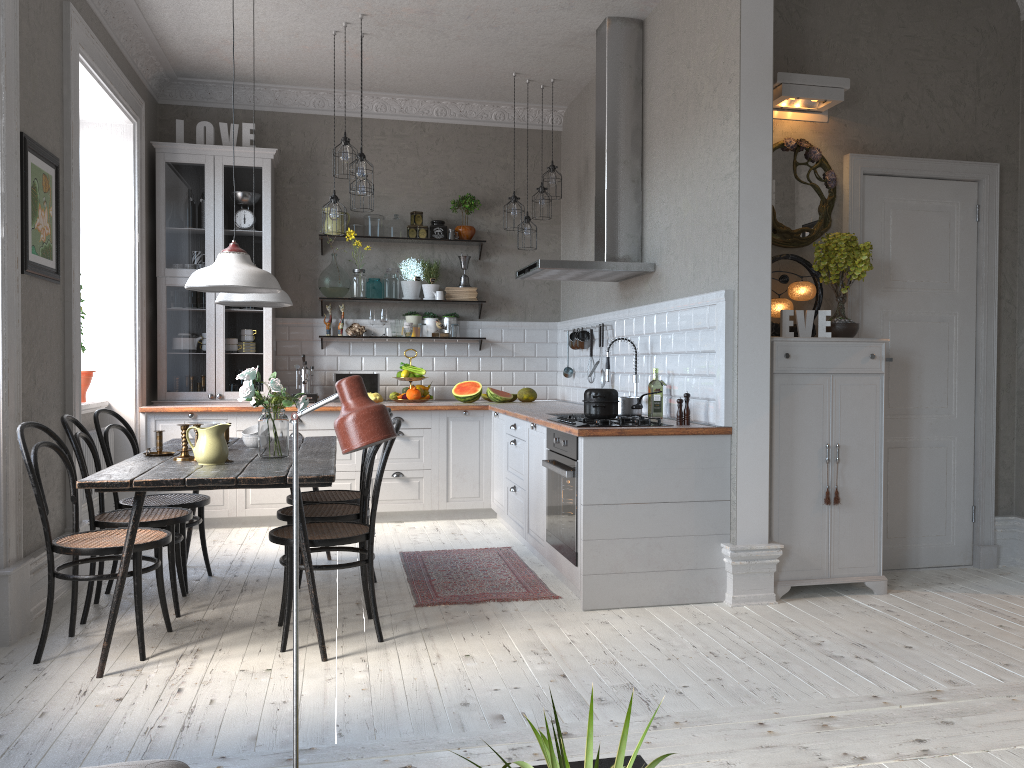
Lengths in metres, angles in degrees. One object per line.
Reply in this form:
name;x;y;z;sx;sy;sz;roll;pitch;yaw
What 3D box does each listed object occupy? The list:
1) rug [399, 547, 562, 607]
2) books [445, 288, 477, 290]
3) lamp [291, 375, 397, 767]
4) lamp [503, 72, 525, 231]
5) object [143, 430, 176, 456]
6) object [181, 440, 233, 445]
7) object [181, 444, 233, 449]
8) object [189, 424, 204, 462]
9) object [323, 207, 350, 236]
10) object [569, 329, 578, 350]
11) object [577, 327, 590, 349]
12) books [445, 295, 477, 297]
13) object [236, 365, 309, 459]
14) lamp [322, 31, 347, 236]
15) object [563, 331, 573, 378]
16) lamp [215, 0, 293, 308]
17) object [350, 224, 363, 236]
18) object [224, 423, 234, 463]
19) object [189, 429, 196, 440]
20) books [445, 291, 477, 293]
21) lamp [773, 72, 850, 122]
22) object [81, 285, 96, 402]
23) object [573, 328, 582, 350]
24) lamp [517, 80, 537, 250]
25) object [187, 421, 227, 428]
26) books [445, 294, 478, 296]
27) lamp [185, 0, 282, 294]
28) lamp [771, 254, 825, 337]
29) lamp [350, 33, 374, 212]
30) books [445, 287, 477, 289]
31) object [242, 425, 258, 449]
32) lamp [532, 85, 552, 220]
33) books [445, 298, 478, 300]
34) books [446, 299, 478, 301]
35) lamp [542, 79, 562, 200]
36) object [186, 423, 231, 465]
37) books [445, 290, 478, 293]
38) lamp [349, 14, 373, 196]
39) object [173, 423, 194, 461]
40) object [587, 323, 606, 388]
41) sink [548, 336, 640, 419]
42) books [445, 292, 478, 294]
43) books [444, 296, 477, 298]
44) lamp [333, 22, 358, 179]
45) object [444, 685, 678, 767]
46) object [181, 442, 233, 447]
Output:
rug;-0.226;1.039;4.889;0.743;0.014;1.277;0;1;-11
books;-0.415;-0.770;7.262;0.262;0.016;0.157;0;1;-4
lamp;-0.323;0.404;1.509;0.248;0.839;0.140;1;1;23
lamp;0.018;-2.008;6.528;0.145;1.735;0.148;1;1;20
object;-1.619;0.271;4.068;0.142;0.112;0.137;0;1;-30
object;-1.489;0.292;4.330;0.236;0.027;0.239;0;1;11
object;-1.489;0.309;4.330;0.236;0.027;0.238;0;1;6
object;-1.355;0.248;3.812;0.061;0.172;0.062;0;1;9
object;-1.384;-1.266;6.961;0.190;0.216;0.173;0;1;1
object;0.486;-0.339;6.709;0.108;0.161;0.137;0;1;0
object;0.526;-0.334;6.458;0.108;0.161;0.137;0;1;5
books;-0.416;-0.716;7.263;0.262;0.016;0.157;0;1;-4
object;-1.069;0.124;3.963;0.315;0.414;0.249;0;1;-14
lamp;-1.150;-1.841;5.732;0.143;1.735;0.150;1;2;45
object;0.442;-0.237;6.966;0.077;0.379;0.082;0;1;-12
lamp;-1.315;-1.331;4.514;0.381;1.858;0.378;0;1;-5
object;-1.238;-1.214;7.056;0.104;0.111;0.102;0;1;-13
object;-1.227;0.251;3.806;0.059;0.167;0.059;0;1;1
object;-1.489;0.256;4.329;0.182;0.094;0.177;0;1;-21
books;-0.416;-0.748;7.262;0.262;0.011;0.157;0;1;-7
lamp;1.534;-1.507;4.665;0.420;0.171;0.217;0;1;-13
object;-2.752;-0.292;5.547;0.257;0.813;0.263;1;1;15
object;0.511;-0.337;6.584;0.109;0.161;0.136;0;1;-10
lamp;0.119;-1.889;6.690;0.150;1.735;0.143;-1;2;-40
object;-1.489;0.236;4.328;0.182;0.094;0.177;0;1;-21
books;-0.416;-0.726;7.263;0.262;0.011;0.157;0;1;-7
lamp;-1.146;-1.312;3.644;0.373;1.858;0.385;1;1;25
lamp;1.430;-0.398;4.616;0.451;0.558;0.171;0;1;-5
lamp;-0.977;-2.000;5.765;0.149;1.735;0.144;0;1;-25
books;-0.415;-0.780;7.262;0.262;0.011;0.157;0;1;-7
object;-1.284;0.262;4.421;0.124;0.119;0.128;0;1;4
lamp;0.233;-2.143;6.820;0.144;1.735;0.149;1;1;30
books;-0.416;-0.694;7.263;0.262;0.011;0.157;0;1;-7
books;-0.416;-0.683;7.264;0.263;0.011;0.156;0;1;-10
lamp;0.307;-2.268;6.661;0.150;1.735;0.143;-1;2;-40
object;-1.266;0.251;3.712;0.133;0.170;0.153;1;2;39
books;-0.416;-0.759;7.262;0.261;0.016;0.157;0;1;0
lamp;-0.928;-2.044;5.456;0.144;1.735;0.149;1;1;35
object;-1.429;0.247;3.868;0.098;0.172;0.094;0;1;-31
object;0.574;-0.193;6.097;0.082;0.443;0.326;0;1;-11
sink;0.506;0.078;5.204;0.533;0.720;0.481;0;1;-12
books;-0.416;-0.738;7.263;0.263;0.011;0.156;0;1;-10
books;-0.416;-0.705;7.263;0.261;0.016;0.157;0;1;0
lamp;-1.052;-2.177;5.586;0.149;1.735;0.144;0;1;-25
object;0.114;0.628;1.218;0.729;0.420;0.665;0;1;6
object;-1.489;0.300;4.330;0.242;0.027;0.232;-1;2;-44
